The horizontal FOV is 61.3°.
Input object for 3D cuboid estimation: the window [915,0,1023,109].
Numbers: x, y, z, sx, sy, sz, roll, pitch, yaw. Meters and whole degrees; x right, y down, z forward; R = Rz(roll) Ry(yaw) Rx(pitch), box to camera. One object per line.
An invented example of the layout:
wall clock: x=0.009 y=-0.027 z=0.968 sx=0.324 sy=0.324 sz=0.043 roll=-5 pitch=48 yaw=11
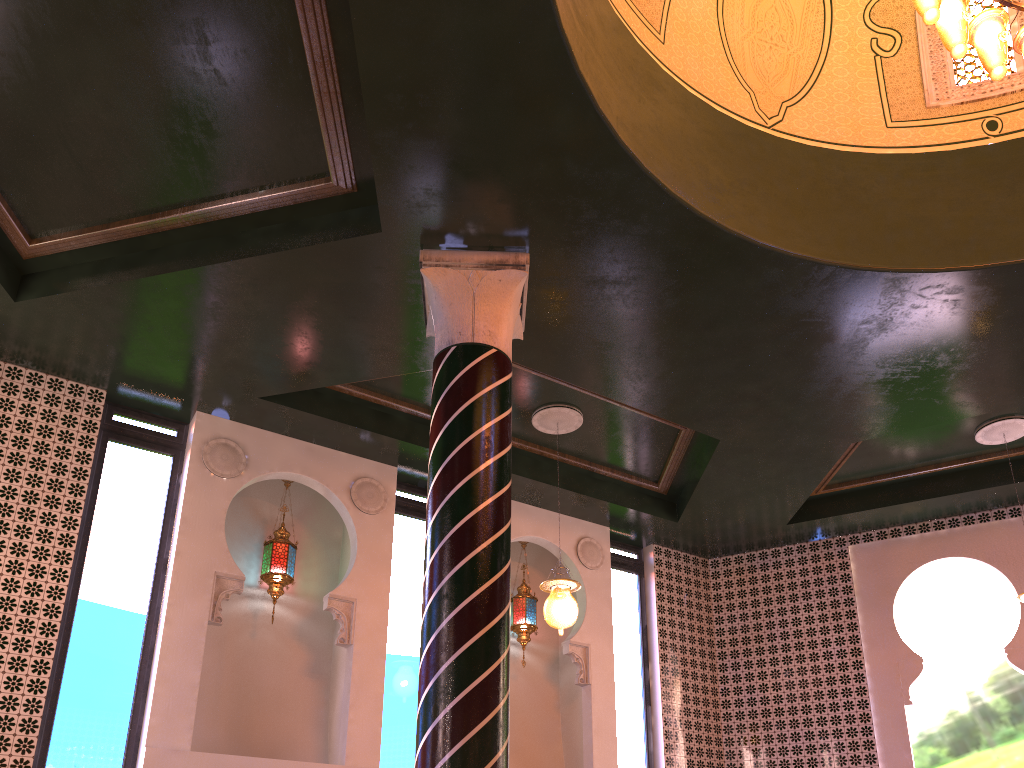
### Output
window: x=2.811 y=-4.215 z=4.484 sx=5.655 sy=1.079 sz=6.124 roll=-19 pitch=-36 yaw=29

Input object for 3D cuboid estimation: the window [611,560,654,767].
window: x=1.350 y=3.981 z=10.274 sx=0.793 sy=3.688 sz=0.096 roll=15 pitch=-26 yaw=-31

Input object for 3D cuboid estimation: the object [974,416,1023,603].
object: x=5.051 y=1.453 z=8.503 sx=0.522 sy=2.137 sz=0.560 roll=6 pitch=-23 yaw=-12

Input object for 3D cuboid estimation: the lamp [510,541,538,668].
lamp: x=0.138 y=2.547 z=10.048 sx=0.325 sy=1.442 sz=0.390 roll=-4 pitch=-23 yaw=11

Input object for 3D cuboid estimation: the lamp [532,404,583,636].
lamp: x=0.452 y=1.333 z=8.360 sx=0.522 sy=2.137 sz=0.560 roll=6 pitch=-23 yaw=-12

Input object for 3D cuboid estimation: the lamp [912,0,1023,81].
lamp: x=2.943 y=-4.216 z=4.380 sx=2.471 sy=4.247 sz=2.688 roll=-2 pitch=-25 yaw=5

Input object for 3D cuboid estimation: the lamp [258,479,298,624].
lamp: x=-2.308 y=1.651 z=8.599 sx=0.331 sy=1.442 sz=0.384 roll=12 pitch=-25 yaw=-26

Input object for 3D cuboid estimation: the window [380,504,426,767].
window: x=-1.072 y=3.105 z=8.859 sx=0.793 sy=3.688 sz=0.096 roll=15 pitch=-26 yaw=-31

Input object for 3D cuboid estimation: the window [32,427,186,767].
window: x=-3.495 y=2.228 z=7.443 sx=0.793 sy=3.688 sz=0.096 roll=15 pitch=-26 yaw=-31
